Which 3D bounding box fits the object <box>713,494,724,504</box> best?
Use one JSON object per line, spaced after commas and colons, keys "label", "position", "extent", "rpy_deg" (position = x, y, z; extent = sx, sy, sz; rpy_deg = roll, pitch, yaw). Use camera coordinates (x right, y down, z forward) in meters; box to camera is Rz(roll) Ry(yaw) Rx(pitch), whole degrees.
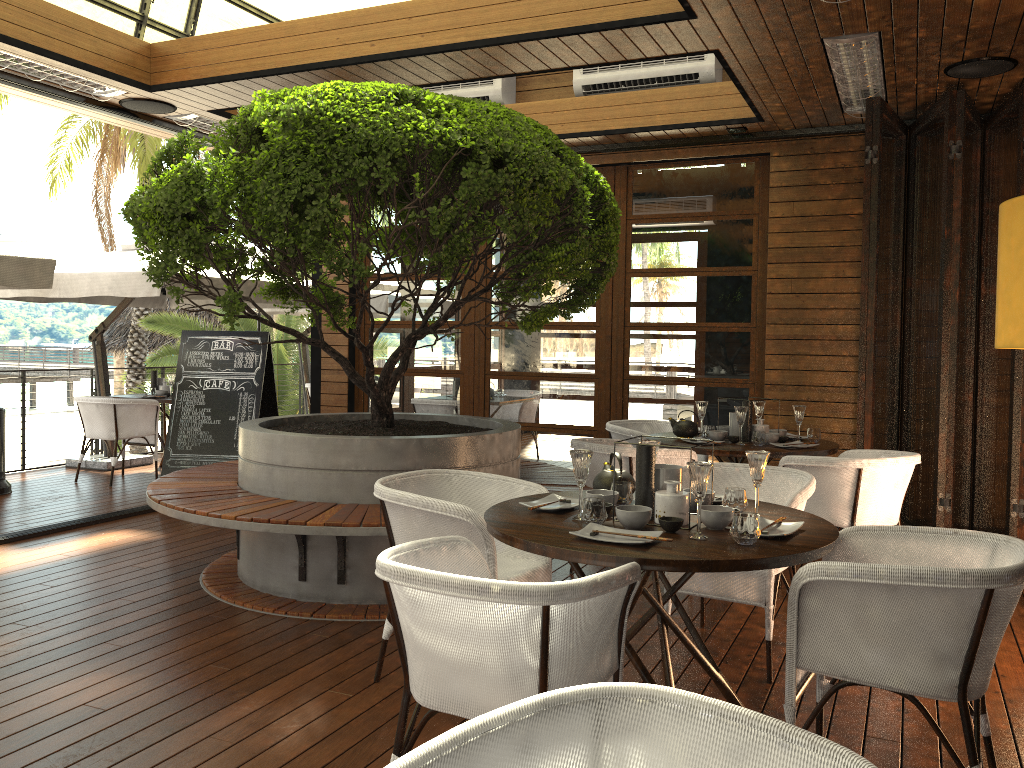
{"label": "object", "position": [0.688, 0.428, 3.365], "extent": [0.295, 0.025, 0.170], "rpy_deg": [2, 3, 28]}

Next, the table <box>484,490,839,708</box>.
{"label": "table", "position": [0.481, 0.827, 3.014], "extent": [1.166, 0.749, 1.167], "rpy_deg": [1, 2, -7]}

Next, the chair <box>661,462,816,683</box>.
{"label": "chair", "position": [0.986, 0.777, 3.878], "extent": [0.627, 0.788, 0.617], "rpy_deg": [2, 2, 30]}

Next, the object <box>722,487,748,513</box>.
{"label": "object", "position": [0.783, 0.410, 3.109], "extent": [0.086, 0.086, 0.086], "rpy_deg": [1, 2, -12]}

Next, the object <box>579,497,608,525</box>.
{"label": "object", "position": [0.262, 0.414, 2.852], "extent": [0.086, 0.086, 0.086], "rpy_deg": [1, 2, -12]}

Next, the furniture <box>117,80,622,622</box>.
{"label": "furniture", "position": [-0.725, -0.254, 5.091], "extent": [2.569, 2.721, 2.721], "rpy_deg": [1, 2, -11]}

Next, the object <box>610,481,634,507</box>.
{"label": "object", "position": [0.394, 0.399, 3.202], "extent": [0.086, 0.086, 0.086], "rpy_deg": [1, 2, -7]}

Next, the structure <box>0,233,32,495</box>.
{"label": "structure", "position": [-4.391, -0.182, 7.378], "extent": [0.699, 2.191, 0.699], "rpy_deg": [1, 2, 12]}

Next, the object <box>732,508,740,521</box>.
{"label": "object", "position": [0.719, 0.439, 2.955], "extent": [0.080, 0.042, 0.080], "rpy_deg": [1, 2, 2]}

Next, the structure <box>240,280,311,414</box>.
{"label": "structure", "position": [-2.039, -0.415, 11.869], "extent": [2.414, 2.331, 2.415], "rpy_deg": [2, 2, 24]}

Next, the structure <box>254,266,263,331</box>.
{"label": "structure", "position": [-2.993, -0.302, 10.476], "extent": [0.699, 2.191, 0.699], "rpy_deg": [1, 2, 12]}

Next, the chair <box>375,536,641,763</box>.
{"label": "chair", "position": [-0.026, 0.831, 2.365], "extent": [0.627, 0.788, 0.617], "rpy_deg": [2, 2, 30]}

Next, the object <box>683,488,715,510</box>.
{"label": "object", "position": [0.669, 0.416, 3.182], "extent": [0.116, 0.065, 0.116], "rpy_deg": [-1, 3, -41]}

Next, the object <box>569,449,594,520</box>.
{"label": "object", "position": [0.229, 0.335, 2.950], "extent": [0.082, 0.227, 0.082], "rpy_deg": [2, 2, 34]}

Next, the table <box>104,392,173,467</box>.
{"label": "table", "position": [-3.346, 0.492, 8.833], "extent": [0.932, 0.749, 0.932], "rpy_deg": [2, 2, 24]}

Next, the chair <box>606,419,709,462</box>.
{"label": "chair", "position": [0.994, 0.668, 6.232], "extent": [0.627, 0.788, 0.617], "rpy_deg": [0, 2, -35]}

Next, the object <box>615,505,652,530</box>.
{"label": "object", "position": [0.387, 0.428, 2.823], "extent": [0.116, 0.065, 0.116], "rpy_deg": [-1, 3, -41]}

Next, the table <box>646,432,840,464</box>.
{"label": "table", "position": [1.418, 0.725, 5.545], "extent": [1.166, 0.749, 1.167], "rpy_deg": [1, 2, -7]}

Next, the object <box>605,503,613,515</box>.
{"label": "object", "position": [0.303, 0.429, 3.012], "extent": [0.080, 0.042, 0.080], "rpy_deg": [1, 2, 2]}

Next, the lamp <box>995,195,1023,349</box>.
{"label": "lamp", "position": [2.492, 0.262, 3.585], "extent": [0.973, 2.009, 0.974], "rpy_deg": [1, 2, 4]}

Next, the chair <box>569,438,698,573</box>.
{"label": "chair", "position": [0.669, 0.715, 5.098], "extent": [0.617, 0.788, 0.628], "rpy_deg": [0, 2, -35]}

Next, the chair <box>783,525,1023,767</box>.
{"label": "chair", "position": [1.158, 0.841, 2.584], "extent": [0.617, 0.788, 0.627], "rpy_deg": [2, 2, 30]}

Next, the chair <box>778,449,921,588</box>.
{"label": "chair", "position": [1.834, 0.749, 4.796], "extent": [0.627, 0.788, 0.617], "rpy_deg": [0, 2, -35]}

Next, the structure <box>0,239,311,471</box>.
{"label": "structure", "position": [-3.428, -0.296, 8.792], "extent": [2.414, 2.331, 2.415], "rpy_deg": [2, 2, 24]}

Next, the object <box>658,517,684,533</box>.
{"label": "object", "position": [0.498, 0.443, 2.777], "extent": [0.080, 0.042, 0.080], "rpy_deg": [1, 2, -11]}

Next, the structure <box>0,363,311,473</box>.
{"label": "structure", "position": [-7.630, 0.687, 2.221], "extent": [0.163, 1.152, 26.278], "rpy_deg": [2, 3, 24]}

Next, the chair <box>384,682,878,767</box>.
{"label": "chair", "position": [0.151, 0.891, 1.132], "extent": [0.617, 0.788, 0.628], "rpy_deg": [-1, 3, -45]}

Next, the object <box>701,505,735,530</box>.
{"label": "object", "position": [0.654, 0.431, 2.846], "extent": [0.116, 0.065, 0.116], "rpy_deg": [3, 3, 37]}

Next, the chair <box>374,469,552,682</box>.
{"label": "chair", "position": [-0.211, 0.773, 3.530], "extent": [0.617, 0.788, 0.627], "rpy_deg": [2, 2, 30]}

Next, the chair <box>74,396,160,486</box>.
{"label": "chair", "position": [-3.650, 0.500, 8.147], "extent": [0.627, 0.788, 0.617], "rpy_deg": [2, 2, 25]}

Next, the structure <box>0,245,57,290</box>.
{"label": "structure", "position": [-4.817, -0.176, 5.714], "extent": [2.414, 2.331, 2.415], "rpy_deg": [2, 2, 24]}

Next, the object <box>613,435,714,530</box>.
{"label": "object", "position": [0.512, 0.323, 2.987], "extent": [0.263, 0.264, 0.263], "rpy_deg": [2, 2, 28]}

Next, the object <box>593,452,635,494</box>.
{"label": "object", "position": [0.385, 0.346, 3.352], "extent": [0.168, 0.179, 0.163], "rpy_deg": [2, 3, 35]}

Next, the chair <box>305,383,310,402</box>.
{"label": "chair", "position": [-2.270, 0.381, 11.205], "extent": [0.627, 0.788, 0.617], "rpy_deg": [2, 2, 25]}
